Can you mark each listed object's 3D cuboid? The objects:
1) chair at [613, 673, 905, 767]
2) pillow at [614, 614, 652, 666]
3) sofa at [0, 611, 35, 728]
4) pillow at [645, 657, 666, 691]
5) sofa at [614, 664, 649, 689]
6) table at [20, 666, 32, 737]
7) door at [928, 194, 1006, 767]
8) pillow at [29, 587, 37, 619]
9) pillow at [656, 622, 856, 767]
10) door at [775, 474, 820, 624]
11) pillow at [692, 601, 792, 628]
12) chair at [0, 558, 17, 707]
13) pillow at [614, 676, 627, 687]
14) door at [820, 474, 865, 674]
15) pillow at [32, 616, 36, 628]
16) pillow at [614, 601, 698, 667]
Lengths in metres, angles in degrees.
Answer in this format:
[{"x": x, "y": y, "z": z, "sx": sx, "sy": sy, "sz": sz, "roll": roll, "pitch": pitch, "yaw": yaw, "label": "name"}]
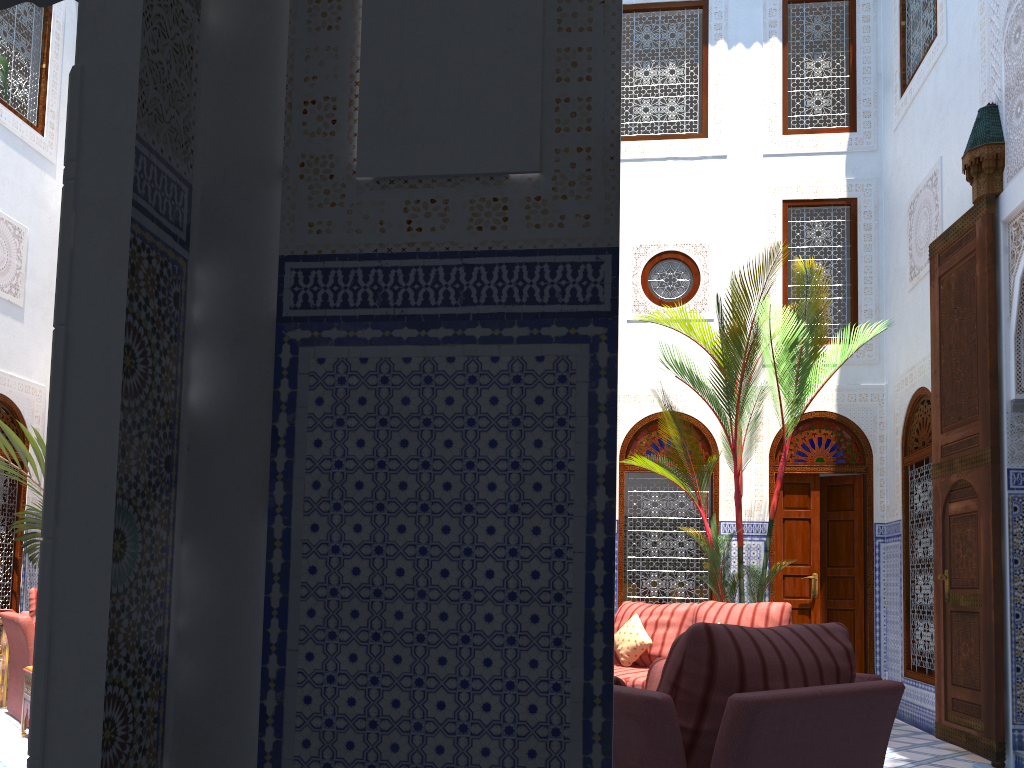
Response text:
[{"x": 0.441, "y": 0.954, "z": 2.070, "sx": 0.820, "sy": 0.534, "sz": 0.734, "roll": 9, "pitch": -13, "yaw": -37, "label": "chair"}, {"x": 0.631, "y": 1.361, "z": 4.661, "sx": 0.131, "sy": 0.274, "sz": 0.305, "roll": 4, "pitch": -9, "yaw": -27, "label": "pillow"}, {"x": -2.062, "y": 1.549, "z": 4.883, "sx": 1.374, "sy": 0.533, "sz": 0.740, "roll": 11, "pitch": -14, "yaw": -37, "label": "sofa"}, {"x": 0.501, "y": 0.880, "z": 2.371, "sx": 0.189, "sy": 0.249, "sz": 0.384, "roll": 7, "pitch": -12, "yaw": -36, "label": "pillow"}, {"x": 0.810, "y": 1.520, "z": 4.480, "sx": 0.739, "sy": 0.533, "sz": 1.378, "roll": 9, "pitch": -14, "yaw": -37, "label": "sofa"}, {"x": -1.980, "y": 1.488, "z": 4.108, "sx": 0.537, "sy": 0.319, "sz": 0.549, "roll": 0, "pitch": -11, "yaw": 7, "label": "table"}, {"x": 2.113, "y": 0.459, "z": 4.086, "sx": 0.123, "sy": 2.484, "sz": 0.591, "roll": 1, "pitch": -5, "yaw": 2, "label": "door"}, {"x": -2.365, "y": 1.328, "z": 4.852, "sx": 0.587, "sy": 0.385, "sz": 0.294, "roll": 9, "pitch": -11, "yaw": -38, "label": "pillow"}, {"x": 0.533, "y": 0.721, "z": 1.968, "sx": 0.587, "sy": 0.374, "sz": 0.304, "roll": 9, "pitch": -11, "yaw": -37, "label": "pillow"}, {"x": 1.824, "y": 1.302, "z": 5.614, "sx": 0.286, "sy": 1.445, "sz": 0.125, "roll": 1, "pitch": -4, "yaw": 7, "label": "door"}, {"x": 1.110, "y": 1.281, "z": 4.361, "sx": 0.308, "sy": 0.396, "sz": 0.565, "roll": 8, "pitch": -12, "yaw": -41, "label": "pillow"}, {"x": -3.060, "y": 1.447, "z": 5.254, "sx": 0.503, "sy": 1.066, "sz": 0.492, "roll": 1, "pitch": -6, "yaw": 7, "label": "chair"}, {"x": 0.149, "y": 0.803, "z": 2.089, "sx": 0.189, "sy": 0.239, "sz": 0.401, "roll": 7, "pitch": -12, "yaw": -36, "label": "pillow"}, {"x": 2.124, "y": 1.317, "z": 5.651, "sx": 0.286, "sy": 1.445, "sz": 0.024, "roll": -2, "pitch": -6, "yaw": 37, "label": "door"}, {"x": -2.334, "y": 1.295, "z": 4.437, "sx": 0.189, "sy": 0.249, "sz": 0.384, "roll": 7, "pitch": -12, "yaw": -36, "label": "pillow"}, {"x": 0.766, "y": 1.382, "z": 4.800, "sx": 0.303, "sy": 0.373, "sz": 0.588, "roll": 7, "pitch": -12, "yaw": -37, "label": "pillow"}]
